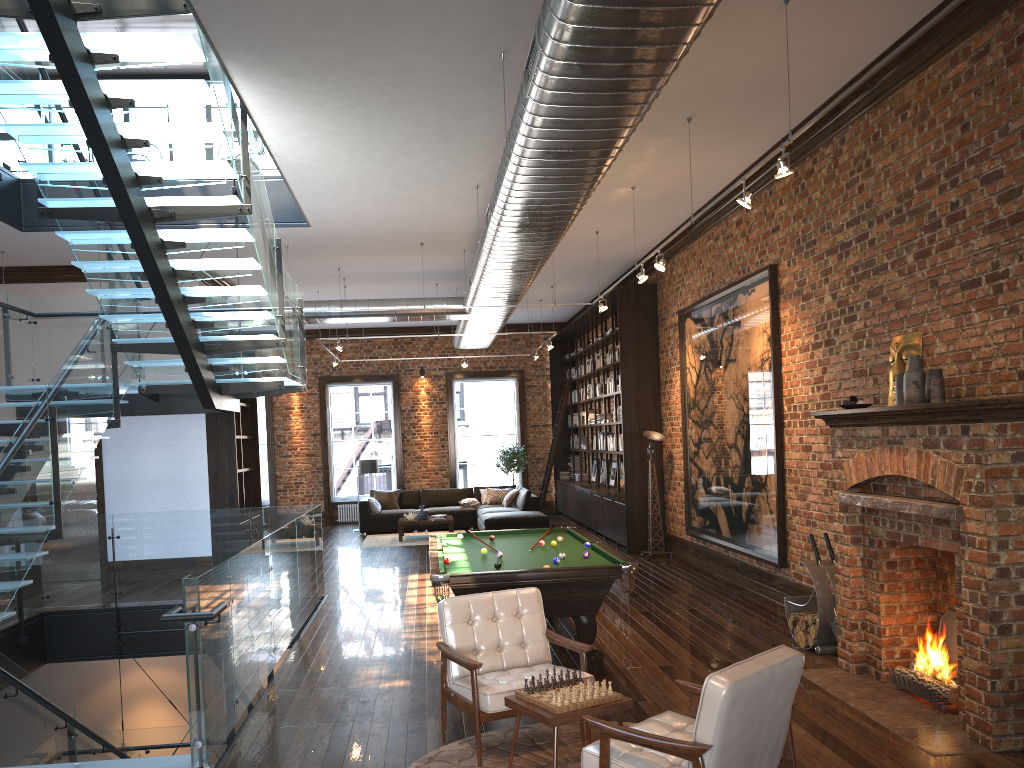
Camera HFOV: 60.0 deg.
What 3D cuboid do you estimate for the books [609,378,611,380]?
[{"bbox_3d":[1.828,0.038,15.959,0.152,0.307,0.016,-2,1,-5],"label":"books"}]

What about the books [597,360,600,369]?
[{"bbox_3d":[1.708,-0.361,16.794,0.193,0.202,0.027,-2,1,-5],"label":"books"}]

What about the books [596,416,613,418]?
[{"bbox_3d":[1.751,0.623,16.768,0.282,0.010,0.169,-2,-3,-6],"label":"books"}]

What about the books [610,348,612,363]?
[{"bbox_3d":[1.823,-0.487,15.599,0.183,0.300,0.018,-2,1,-5],"label":"books"}]

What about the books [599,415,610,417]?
[{"bbox_3d":[1.749,0.609,16.776,0.196,0.019,0.173,-2,-3,-1],"label":"books"}]

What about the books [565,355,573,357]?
[{"bbox_3d":[1.352,-0.641,20.314,0.230,0.015,0.313,-2,-3,-9],"label":"books"}]

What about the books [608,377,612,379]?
[{"bbox_3d":[1.814,0.045,16.214,0.142,0.324,0.116,-2,1,-6],"label":"books"}]

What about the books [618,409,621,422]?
[{"bbox_3d":[1.910,0.538,15.249,0.184,0.222,0.033,-2,1,-5],"label":"books"}]

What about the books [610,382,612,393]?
[{"bbox_3d":[1.840,0.072,15.729,0.180,0.209,0.024,-2,1,-5],"label":"books"}]

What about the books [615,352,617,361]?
[{"bbox_3d":[1.857,-0.453,15.401,0.188,0.208,0.051,-2,1,-5],"label":"books"}]

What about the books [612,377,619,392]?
[{"bbox_3d":[1.855,0.024,15.570,0.183,0.286,0.034,-2,1,-5],"label":"books"}]

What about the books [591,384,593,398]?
[{"bbox_3d":[1.659,0.152,17.703,0.175,0.303,0.067,-2,1,-5],"label":"books"}]

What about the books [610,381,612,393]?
[{"bbox_3d":[1.835,0.065,15.875,0.160,0.242,0.031,-2,1,-5],"label":"books"}]

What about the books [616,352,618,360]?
[{"bbox_3d":[1.876,-0.460,15.103,0.189,0.183,0.025,-2,1,-5],"label":"books"}]

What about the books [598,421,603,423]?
[{"bbox_3d":[1.755,0.717,16.766,0.244,0.025,0.161,-2,-3,-7],"label":"books"}]

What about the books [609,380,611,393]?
[{"bbox_3d":[1.830,0.056,15.946,0.166,0.269,0.011,-2,1,-5],"label":"books"}]

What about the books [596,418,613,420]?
[{"bbox_3d":[1.752,0.661,16.769,0.292,0.008,0.159,-2,-3,-2],"label":"books"}]

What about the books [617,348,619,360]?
[{"bbox_3d":[1.887,-0.494,15.046,0.184,0.242,0.030,-2,1,-5],"label":"books"}]

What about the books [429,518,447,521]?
[{"bbox_3d":[-1.359,2.484,16.286,0.261,0.024,0.206,-1,-4,-28],"label":"books"}]

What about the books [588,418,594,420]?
[{"bbox_3d":[1.643,0.707,17.897,0.198,0.017,0.354,-2,-3,-6],"label":"books"}]

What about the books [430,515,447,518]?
[{"bbox_3d":[-1.373,2.478,16.625,0.205,0.028,0.261,-4,-4,27],"label":"books"}]

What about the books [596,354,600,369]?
[{"bbox_3d":[1.701,-0.412,16.971,0.186,0.329,0.069,-2,1,-5],"label":"books"}]

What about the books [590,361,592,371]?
[{"bbox_3d":[1.648,-0.338,17.553,0.185,0.253,0.030,-2,1,-5],"label":"books"}]

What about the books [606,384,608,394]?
[{"bbox_3d":[1.798,0.098,16.124,0.223,0.209,0.064,-2,1,-5],"label":"books"}]

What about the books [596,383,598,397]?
[{"bbox_3d":[1.706,0.123,17.096,0.190,0.284,0.013,-2,1,-5],"label":"books"}]

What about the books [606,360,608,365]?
[{"bbox_3d":[1.796,-0.414,15.993,0.183,0.207,0.053,-2,1,-5],"label":"books"}]

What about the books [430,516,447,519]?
[{"bbox_3d":[-1.375,2.504,16.633,0.206,0.024,0.261,-4,-4,29],"label":"books"}]

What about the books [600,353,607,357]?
[{"bbox_3d":[1.747,-0.424,16.578,0.181,0.298,0.009,-2,1,-5],"label":"books"}]

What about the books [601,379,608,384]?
[{"bbox_3d":[1.761,0.072,16.708,0.155,0.335,0.014,-2,1,-5],"label":"books"}]

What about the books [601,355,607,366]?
[{"bbox_3d":[1.754,-0.411,16.430,0.190,0.255,0.061,-2,1,-5],"label":"books"}]

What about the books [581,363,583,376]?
[{"bbox_3d":[1.538,-0.288,18.672,0.163,0.297,0.029,-2,1,-5],"label":"books"}]

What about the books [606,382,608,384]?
[{"bbox_3d":[1.795,0.083,16.155,0.186,0.244,0.079,-2,1,-5],"label":"books"}]

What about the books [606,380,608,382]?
[{"bbox_3d":[1.794,0.070,16.201,0.179,0.275,0.098,-2,1,-5],"label":"books"}]

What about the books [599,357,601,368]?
[{"bbox_3d":[1.732,-0.395,16.551,0.191,0.240,0.008,-2,1,-5],"label":"books"}]

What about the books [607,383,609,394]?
[{"bbox_3d":[1.816,0.090,15.995,0.181,0.208,0.030,-2,1,-5],"label":"books"}]

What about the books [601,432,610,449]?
[{"bbox_3d":[1.790,1.087,16.892,0.182,0.336,0.015,-2,1,-5],"label":"books"}]

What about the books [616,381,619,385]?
[{"bbox_3d":[1.879,0.054,15.465,0.182,0.219,0.050,-2,1,-5],"label":"books"}]

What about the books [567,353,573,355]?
[{"bbox_3d":[1.375,-0.679,20.316,0.190,0.017,0.300,-2,-3,-7],"label":"books"}]

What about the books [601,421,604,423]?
[{"bbox_3d":[1.784,0.714,16.524,0.204,0.035,0.267,-2,-3,-5],"label":"books"}]

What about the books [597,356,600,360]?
[{"bbox_3d":[1.710,-0.393,16.827,0.180,0.271,0.011,-2,1,-5],"label":"books"}]

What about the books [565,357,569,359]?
[{"bbox_3d":[1.361,-0.600,20.316,0.213,0.014,0.357,-2,-3,-9],"label":"books"}]

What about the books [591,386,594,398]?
[{"bbox_3d":[1.666,0.169,17.533,0.191,0.249,0.024,-2,1,-5],"label":"books"}]

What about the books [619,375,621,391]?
[{"bbox_3d":[1.904,-0.019,14.724,0.245,0.266,0.038,-2,1,-5],"label":"books"}]

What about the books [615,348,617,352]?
[{"bbox_3d":[1.846,-0.486,15.453,0.180,0.279,0.009,-2,1,-5],"label":"books"}]

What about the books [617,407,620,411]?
[{"bbox_3d":[1.905,0.528,15.346,0.169,0.253,0.014,-2,1,-5],"label":"books"}]

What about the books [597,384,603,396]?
[{"bbox_3d":[1.745,0.120,16.646,0.272,0.241,0.083,-2,1,-5],"label":"books"}]
